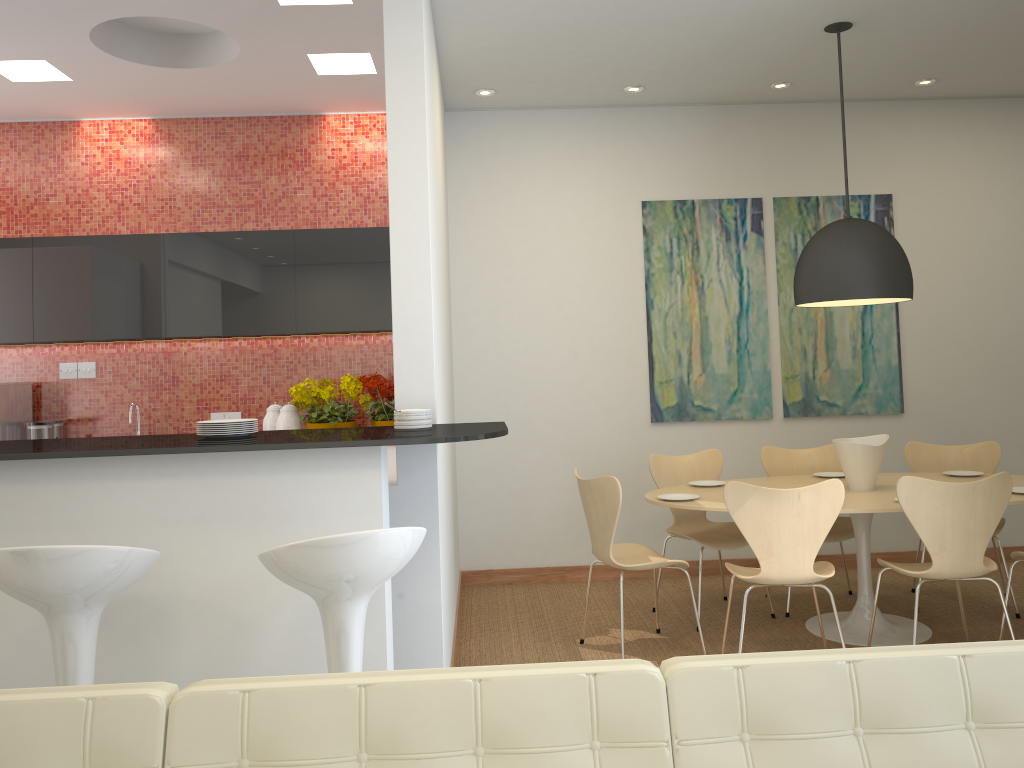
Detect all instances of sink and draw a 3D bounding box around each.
[{"bbox_3d":[-2.401,0.384,5.594,0.808,0.539,0.416,-2,-1,-2],"label":"sink"}]

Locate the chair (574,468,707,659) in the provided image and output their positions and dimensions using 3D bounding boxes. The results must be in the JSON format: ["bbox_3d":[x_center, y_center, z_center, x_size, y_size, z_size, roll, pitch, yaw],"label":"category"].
[{"bbox_3d":[0.601,0.878,4.399,0.516,0.909,0.520,-1,-2,-18],"label":"chair"}]

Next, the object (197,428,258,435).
[{"bbox_3d":[-1.017,0.173,3.168,0.210,0.015,0.210,-1,1,42],"label":"object"}]

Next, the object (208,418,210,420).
[{"bbox_3d":[-1.882,0.313,5.557,0.009,0.196,0.139,0,-2,-33],"label":"object"}]

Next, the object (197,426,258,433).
[{"bbox_3d":[-1.017,0.166,3.169,0.210,0.015,0.210,-1,1,42],"label":"object"}]

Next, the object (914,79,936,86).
[{"bbox_3d":[2.695,-1.968,5.776,0.129,0.010,0.129,-1,1,43],"label":"object"}]

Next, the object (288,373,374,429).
[{"bbox_3d":[-1.138,0.160,5.546,0.522,0.450,0.502,-2,-1,0],"label":"object"}]

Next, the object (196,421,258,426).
[{"bbox_3d":[-1.018,0.145,3.170,0.210,0.015,0.210,-1,1,42],"label":"object"}]

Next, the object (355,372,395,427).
[{"bbox_3d":[-0.718,0.144,5.566,0.503,0.450,0.521,-2,-1,-22],"label":"object"}]

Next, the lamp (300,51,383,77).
[{"bbox_3d":[-0.967,-1.847,5.070,0.408,0.034,0.408,-2,1,-2],"label":"lamp"}]

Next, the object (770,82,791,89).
[{"bbox_3d":[1.739,-1.933,5.739,0.129,0.010,0.129,-1,1,43],"label":"object"}]

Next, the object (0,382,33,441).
[{"bbox_3d":[-3.467,0.238,5.527,0.722,0.472,0.435,-2,-1,-2],"label":"object"}]

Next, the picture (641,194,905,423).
[{"bbox_3d":[1.772,-0.522,6.022,1.738,1.511,0.020,-2,-3,-2],"label":"picture"}]

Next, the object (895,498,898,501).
[{"bbox_3d":[1.911,0.549,4.157,0.210,0.015,0.210,-1,1,44],"label":"object"}]

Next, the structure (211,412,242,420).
[{"bbox_3d":[-1.890,0.238,5.854,0.198,0.099,0.016,-2,-2,-2],"label":"structure"}]

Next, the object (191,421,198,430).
[{"bbox_3d":[-1.925,0.317,5.509,0.164,0.178,0.011,-2,-3,11],"label":"object"}]

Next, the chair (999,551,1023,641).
[{"bbox_3d":[2.626,0.810,4.100,0.521,0.909,0.514,-1,-2,-19],"label":"chair"}]

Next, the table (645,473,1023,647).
[{"bbox_3d":[1.841,0.917,4.652,2.262,0.731,1.278,-2,0,-1],"label":"table"}]

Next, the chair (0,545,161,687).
[{"bbox_3d":[-1.182,0.911,2.396,0.457,1.023,0.464,-2,-2,9],"label":"chair"}]

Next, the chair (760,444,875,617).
[{"bbox_3d":[1.764,0.826,5.156,0.521,0.909,0.515,-2,-2,2],"label":"chair"}]

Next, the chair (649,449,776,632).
[{"bbox_3d":[1.106,0.851,5.038,0.521,0.909,0.514,-1,-2,-23],"label":"chair"}]

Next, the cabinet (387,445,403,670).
[{"bbox_3d":[-2.131,0.930,4.585,3.335,0.987,2.491,-2,0,-2],"label":"cabinet"}]

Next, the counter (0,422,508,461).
[{"bbox_3d":[-1.495,0.214,3.029,2.964,0.019,0.735,-2,1,-2],"label":"counter"}]

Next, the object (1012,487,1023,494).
[{"bbox_3d":[2.524,0.524,4.328,0.210,0.015,0.210,-3,1,-37],"label":"object"}]

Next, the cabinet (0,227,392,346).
[{"bbox_3d":[-2.178,-0.619,5.715,3.242,0.661,0.351,-2,-2,-2],"label":"cabinet"}]

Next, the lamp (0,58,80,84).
[{"bbox_3d":[-2.734,-1.783,5.002,0.408,0.034,0.408,-2,1,-2],"label":"lamp"}]

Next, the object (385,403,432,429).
[{"bbox_3d":[-0.385,0.113,3.283,0.173,0.098,0.140,-2,0,-9],"label":"object"}]

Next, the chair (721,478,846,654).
[{"bbox_3d":[1.209,0.862,3.987,0.521,0.909,0.515,-2,-2,5],"label":"chair"}]

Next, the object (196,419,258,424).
[{"bbox_3d":[-1.018,0.138,3.170,0.210,0.015,0.210,-1,1,42],"label":"object"}]

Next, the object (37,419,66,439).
[{"bbox_3d":[-2.976,0.343,5.725,0.172,0.216,0.172,-2,-1,16],"label":"object"}]

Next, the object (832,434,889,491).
[{"bbox_3d":[1.835,0.413,4.659,0.271,0.280,0.261,-3,-1,33],"label":"object"}]

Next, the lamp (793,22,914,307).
[{"bbox_3d":[1.784,-1.177,4.735,0.594,1.497,0.593,-2,-2,0],"label":"lamp"}]

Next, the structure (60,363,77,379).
[{"bbox_3d":[-2.922,-0.086,5.833,0.114,0.105,0.013,-2,-2,-2],"label":"structure"}]

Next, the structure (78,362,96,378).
[{"bbox_3d":[-2.804,-0.091,5.840,0.114,0.105,0.008,-2,-3,-2],"label":"structure"}]

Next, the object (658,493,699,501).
[{"bbox_3d":[0.849,0.581,4.523,0.210,0.015,0.210,-2,1,20],"label":"object"}]

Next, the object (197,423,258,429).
[{"bbox_3d":[-1.018,0.152,3.169,0.210,0.015,0.210,-1,1,42],"label":"object"}]

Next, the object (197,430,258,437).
[{"bbox_3d":[-1.017,0.180,3.168,0.210,0.015,0.210,-1,1,42],"label":"object"}]

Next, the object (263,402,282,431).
[{"bbox_3d":[-1.516,0.259,5.678,0.159,0.284,0.159,-1,-2,-40],"label":"object"}]

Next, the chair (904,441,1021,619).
[{"bbox_3d":[2.551,0.799,5.065,0.521,0.909,0.515,-3,-2,22],"label":"chair"}]

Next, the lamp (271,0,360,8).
[{"bbox_3d":[-0.931,-1.834,4.075,0.408,0.034,0.408,-2,1,-2],"label":"lamp"}]

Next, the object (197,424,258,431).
[{"bbox_3d":[-1.018,0.159,3.169,0.210,0.015,0.210,-1,1,42],"label":"object"}]

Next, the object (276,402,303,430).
[{"bbox_3d":[-1.391,0.256,5.534,0.159,0.284,0.159,-1,-2,-40],"label":"object"}]

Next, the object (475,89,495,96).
[{"bbox_3d":[-0.172,-1.864,5.665,0.129,0.010,0.129,-1,1,43],"label":"object"}]

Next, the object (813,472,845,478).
[{"bbox_3d":[1.876,0.535,5.188,0.210,0.015,0.210,-2,1,15],"label":"object"}]

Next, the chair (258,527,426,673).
[{"bbox_3d":[-0.450,0.884,2.427,0.457,1.023,0.463,-1,-2,-16],"label":"chair"}]

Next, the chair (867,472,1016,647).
[{"bbox_3d":[1.926,0.837,3.987,0.521,0.909,0.514,-2,-2,-2],"label":"chair"}]

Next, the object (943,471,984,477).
[{"bbox_3d":[2.567,0.513,5.034,0.210,0.015,0.210,-2,1,-24],"label":"object"}]

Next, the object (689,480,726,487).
[{"bbox_3d":[1.104,0.565,5.002,0.210,0.015,0.210,-2,1,20],"label":"object"}]

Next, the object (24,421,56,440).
[{"bbox_3d":[-2.928,0.345,5.494,0.172,0.216,0.172,-2,-1,16],"label":"object"}]

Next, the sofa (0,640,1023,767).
[{"bbox_3d":[-0.118,0.933,1.010,2.564,0.925,0.999,-2,-1,-2],"label":"sofa"}]

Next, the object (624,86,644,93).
[{"bbox_3d":[0.784,-1.898,5.702,0.129,0.010,0.129,-1,1,43],"label":"object"}]
